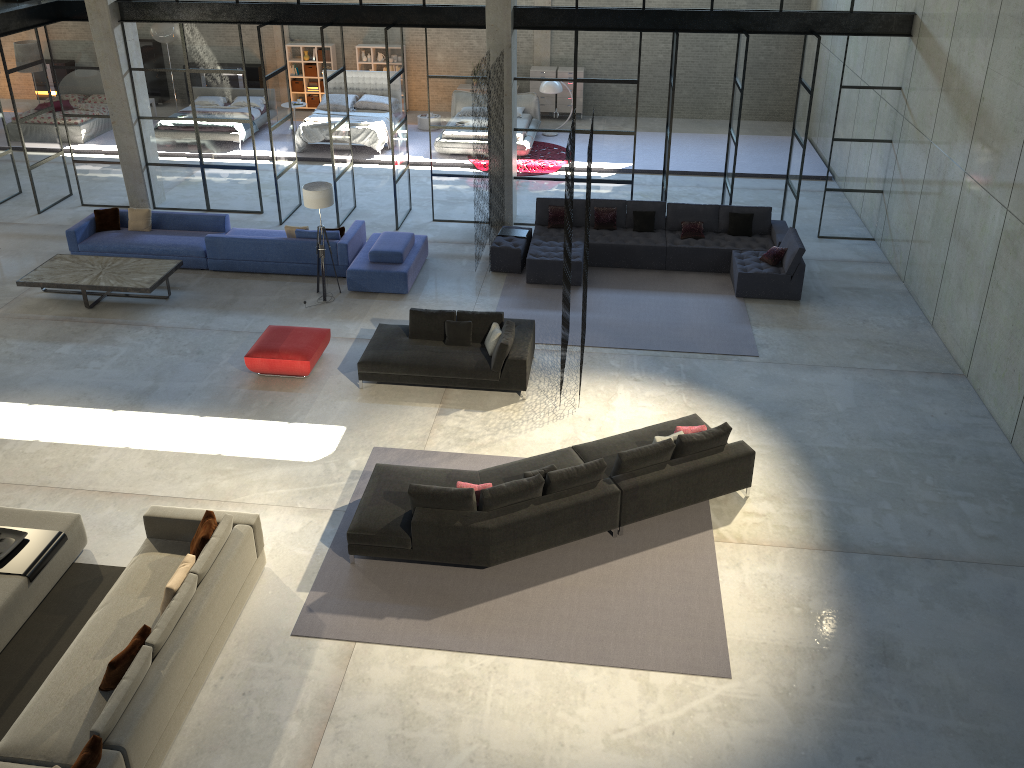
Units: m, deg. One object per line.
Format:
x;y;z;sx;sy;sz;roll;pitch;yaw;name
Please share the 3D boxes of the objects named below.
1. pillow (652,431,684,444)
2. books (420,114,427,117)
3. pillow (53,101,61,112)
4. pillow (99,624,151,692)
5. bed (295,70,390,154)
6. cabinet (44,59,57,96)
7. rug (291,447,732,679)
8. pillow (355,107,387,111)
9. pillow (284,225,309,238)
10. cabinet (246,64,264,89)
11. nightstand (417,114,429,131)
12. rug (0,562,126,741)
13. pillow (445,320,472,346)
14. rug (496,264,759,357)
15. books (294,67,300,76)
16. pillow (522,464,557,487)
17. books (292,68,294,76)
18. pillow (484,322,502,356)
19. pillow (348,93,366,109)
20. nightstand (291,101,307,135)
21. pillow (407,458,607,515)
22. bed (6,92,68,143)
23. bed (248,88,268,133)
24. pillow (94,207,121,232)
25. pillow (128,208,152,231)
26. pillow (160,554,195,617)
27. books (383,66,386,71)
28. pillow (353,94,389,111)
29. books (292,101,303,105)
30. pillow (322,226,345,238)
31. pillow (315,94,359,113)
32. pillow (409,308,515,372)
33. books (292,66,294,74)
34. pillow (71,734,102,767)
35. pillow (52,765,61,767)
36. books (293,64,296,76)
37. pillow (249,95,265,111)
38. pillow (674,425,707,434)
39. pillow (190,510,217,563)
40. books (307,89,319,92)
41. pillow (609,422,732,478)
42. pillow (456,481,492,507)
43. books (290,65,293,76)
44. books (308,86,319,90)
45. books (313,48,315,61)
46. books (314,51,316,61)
1.560;0.615;8.882;0.344;0.284;0.232;-10;29;-18;pillow
-2.166;-6.574;21.502;0.134;0.020;0.204;3;30;6;books
-10.920;-6.632;20.930;0.879;0.201;0.666;-7;31;-12;pillow
-2.848;2.028;6.481;0.270;0.338;0.432;8;29;15;pillow
-3.752;-6.307;20.305;2.218;1.343;2.453;3;29;5;bed
-12.523;-8.291;24.117;1.041;1.098;0.476;3;26;6;cabinet
0.105;1.523;8.370;3.628;0.019;2.803;3;30;6;rug
-3.187;-6.631;20.897;0.959;0.313;0.757;4;30;7;pillow
-3.402;-2.364;13.999;0.402;0.361;0.219;4;27;7;pillow
-7.688;-8.016;23.634;2.082;1.098;0.476;4;26;6;cabinet
-2.030;-6.426;21.529;0.579;0.283;0.508;2;29;3;nightstand
-4.798;2.328;7.004;3.628;0.019;2.803;3;30;6;rug
-0.670;-0.645;11.054;0.343;0.291;0.198;2;27;4;pillow
1.620;-1.178;12.989;3.628;0.019;2.803;3;30;6;rug
-5.683;-8.274;23.211;0.075;0.193;0.168;3;27;6;books
0.251;0.922;8.336;0.359;0.302;0.207;-13;29;-22;pillow
-5.771;-8.280;23.211;0.030;0.204;0.185;3;28;6;books
-0.223;-0.560;10.898;0.208;0.298;0.360;-7;29;-13;pillow
-4.007;-6.810;21.081;1.053;0.306;0.517;3;29;6;pillow
-5.203;-6.366;21.065;0.606;0.662;0.632;-10;29;-19;nightstand
-0.017;1.022;8.166;1.898;0.397;0.458;-7;29;-12;pillow
-10.745;-6.796;21.270;2.030;1.212;2.478;3;29;6;bed
-7.040;-6.376;20.924;2.256;0.824;2.536;3;30;6;bed
-6.762;-2.747;14.672;0.400;0.351;0.273;-7;28;-13;pillow
-6.215;-2.739;14.647;0.402;0.361;0.219;4;27;7;pillow
-2.713;1.653;7.122;0.207;0.360;0.425;3;28;7;pillow
-3.330;-8.128;22.882;0.089;0.261;0.197;3;27;6;books
-3.202;-6.673;20.790;0.979;0.277;0.732;5;30;8;pillow
-5.124;-6.719;20.977;0.230;0.040;0.316;-10;32;-16;books
-2.855;-2.348;13.978;0.400;0.351;0.273;-7;28;-13;pillow
-4.138;-6.653;20.815;1.027;0.354;0.704;5;30;9;pillow
-0.526;-0.670;11.064;1.614;0.397;0.771;21;35;32;pillow
-5.752;-8.298;23.200;0.033;0.247;0.185;3;27;6;books
-2.805;2.529;5.630;0.260;0.351;0.421;5;29;9;pillow
-2.999;2.624;5.460;0.265;0.336;0.422;11;30;20;pillow
-5.729;-8.304;23.187;0.048;0.271;0.195;3;27;6;books
-7.003;-6.898;21.547;1.928;0.297;0.580;3;29;6;pillow
1.819;0.520;9.039;0.337;0.272;0.264;-3;28;-6;pillow
-2.689;1.364;7.625;0.260;0.351;0.421;-7;29;-13;pillow
-5.261;-7.842;23.375;0.309;0.052;0.243;3;30;6;books
1.595;0.683;8.740;1.311;0.388;0.284;-12;29;-20;pillow
-0.348;1.022;8.171;0.341;0.291;0.210;1;27;2;pillow
-5.823;-8.303;23.208;0.019;0.247;0.185;3;27;6;books
-5.261;-7.890;23.353;0.282;0.052;0.243;3;30;6;books
-5.156;-8.649;22.985;0.087;0.303;0.267;3;28;6;books
-5.123;-8.646;22.981;0.087;0.303;0.267;3;28;6;books
